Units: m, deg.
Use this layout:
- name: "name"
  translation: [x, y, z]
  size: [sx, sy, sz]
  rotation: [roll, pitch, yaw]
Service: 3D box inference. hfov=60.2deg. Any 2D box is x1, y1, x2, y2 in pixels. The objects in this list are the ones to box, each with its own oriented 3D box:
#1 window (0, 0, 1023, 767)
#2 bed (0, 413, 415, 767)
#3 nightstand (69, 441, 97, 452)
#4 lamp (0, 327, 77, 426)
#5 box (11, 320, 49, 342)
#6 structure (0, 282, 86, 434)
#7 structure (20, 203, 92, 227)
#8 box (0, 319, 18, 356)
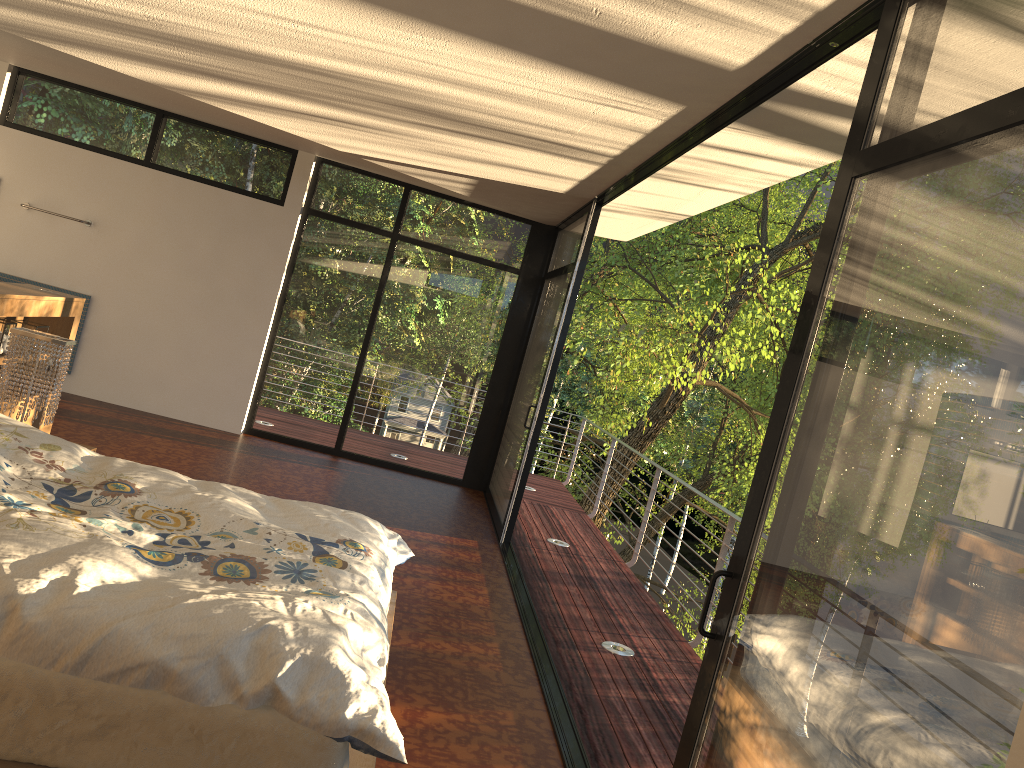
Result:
- name: "window"
  translation: [-2.640, -0.699, 2.493]
  size: [6.908, 2.511, 10.226]
  rotation: [15, 3, -8]
- name: "bed"
  translation: [-1.366, 0.579, 2.622]
  size: [2.174, 0.711, 1.813]
  rotation: [15, 3, -8]
- name: "nightstand"
  translation: [-2.286, 0.449, 3.938]
  size: [0.482, 0.347, 0.769]
  rotation: [15, 2, -7]
- name: "lamp"
  translation: [-2.237, 0.118, 4.088]
  size: [0.263, 0.730, 0.161]
  rotation: [15, 1, -9]
- name: "box"
  translation: [-2.611, -0.253, 4.756]
  size: [0.135, 0.156, 0.156]
  rotation: [15, 2, -8]
- name: "structure"
  translation: [-2.504, 0.146, 2.286]
  size: [0.311, 0.973, 5.749]
  rotation: [15, 3, -6]
- name: "structure"
  translation: [-3.719, -1.384, 7.218]
  size: [0.544, 0.056, 0.197]
  rotation: [15, 3, -9]
- name: "box"
  translation: [-2.588, -0.238, 4.430]
  size: [0.117, 0.170, 0.123]
  rotation: [15, 2, -8]
